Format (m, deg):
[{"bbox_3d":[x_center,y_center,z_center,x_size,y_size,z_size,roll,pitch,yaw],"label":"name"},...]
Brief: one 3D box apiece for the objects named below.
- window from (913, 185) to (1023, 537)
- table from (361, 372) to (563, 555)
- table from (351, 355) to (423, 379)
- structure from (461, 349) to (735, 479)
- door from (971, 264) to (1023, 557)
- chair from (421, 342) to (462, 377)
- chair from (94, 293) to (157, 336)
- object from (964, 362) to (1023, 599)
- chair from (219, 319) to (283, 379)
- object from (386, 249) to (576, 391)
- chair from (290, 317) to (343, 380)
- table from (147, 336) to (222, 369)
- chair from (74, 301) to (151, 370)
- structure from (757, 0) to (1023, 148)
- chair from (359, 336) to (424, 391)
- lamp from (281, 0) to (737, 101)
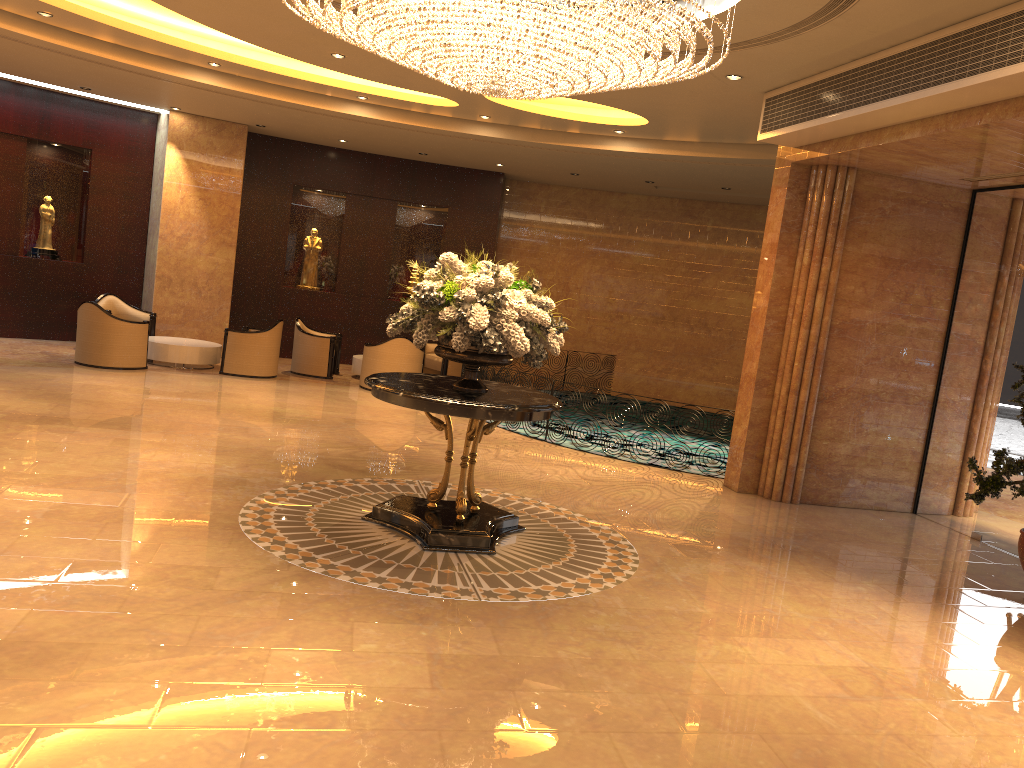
[{"bbox_3d":[5.071,-0.062,7.917,0.047,3.571,3.515,6,6,-14],"label":"window"},{"bbox_3d":[-0.426,0.563,6.711,1.493,1.089,1.493,5,7,-20],"label":"table"},{"bbox_3d":[-2.159,-0.237,15.292,1.196,0.354,1.196,9,6,14],"label":"table"},{"bbox_3d":[1.052,0.177,14.196,3.815,0.995,7.624,8,6,4],"label":"structure"},{"bbox_3d":[5.021,0.310,7.957,0.195,2.758,1.880,6,6,-14],"label":"door"},{"bbox_3d":[-1.153,-0.457,15.932,0.769,0.916,0.951,3,8,-39],"label":"chair"},{"bbox_3d":[-6.309,-0.963,14.258,0.769,0.916,0.951,12,8,36],"label":"chair"},{"bbox_3d":[4.203,0.528,6.820,1.250,2.363,0.843,4,7,-33],"label":"object"},{"bbox_3d":[-3.988,-0.598,13.765,0.769,0.916,0.951,8,6,1],"label":"chair"},{"bbox_3d":[-0.263,-0.458,6.573,1.277,0.999,1.318,9,7,17],"label":"object"},{"bbox_3d":[-3.270,-0.617,14.811,0.769,0.916,0.951,7,6,-4],"label":"chair"},{"bbox_3d":[-5.188,-0.489,13.898,1.196,0.354,1.196,9,6,13],"label":"table"},{"bbox_3d":[-5.779,-0.719,12.688,0.951,0.916,0.769,10,7,21],"label":"chair"},{"bbox_3d":[3.214,-2.433,7.159,0.425,0.483,4.113,6,6,-14],"label":"structure"},{"bbox_3d":[-1.854,-0.334,13.963,0.951,0.916,0.769,6,7,-19],"label":"chair"},{"bbox_3d":[-0.046,-2.683,6.339,3.206,1.196,3.204,10,7,23],"label":"lamp"}]
